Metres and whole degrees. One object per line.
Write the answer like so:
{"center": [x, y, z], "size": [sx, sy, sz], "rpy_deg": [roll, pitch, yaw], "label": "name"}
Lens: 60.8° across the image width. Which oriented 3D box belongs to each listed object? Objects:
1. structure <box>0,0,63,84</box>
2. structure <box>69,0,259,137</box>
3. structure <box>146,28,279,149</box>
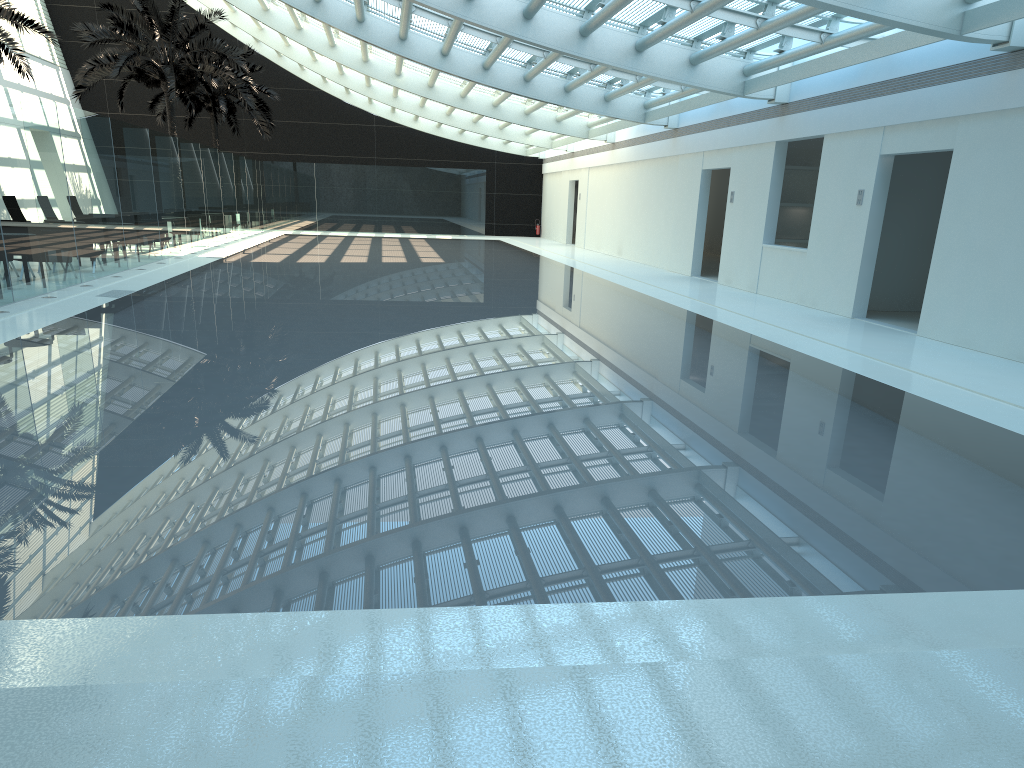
{"center": [-12.332, -6.367, 18.357], "size": [4.239, 7.248, 4.442], "rpy_deg": [10, 20, 24], "label": "structure"}
{"center": [-10.031, -7.892, 25.679], "size": [4.812, 7.381, 4.220], "rpy_deg": [-3, 19, -14], "label": "structure"}
{"center": [-11.132, -9.518, 33.225], "size": [4.407, 7.380, 4.610], "rpy_deg": [-8, 21, -28], "label": "structure"}
